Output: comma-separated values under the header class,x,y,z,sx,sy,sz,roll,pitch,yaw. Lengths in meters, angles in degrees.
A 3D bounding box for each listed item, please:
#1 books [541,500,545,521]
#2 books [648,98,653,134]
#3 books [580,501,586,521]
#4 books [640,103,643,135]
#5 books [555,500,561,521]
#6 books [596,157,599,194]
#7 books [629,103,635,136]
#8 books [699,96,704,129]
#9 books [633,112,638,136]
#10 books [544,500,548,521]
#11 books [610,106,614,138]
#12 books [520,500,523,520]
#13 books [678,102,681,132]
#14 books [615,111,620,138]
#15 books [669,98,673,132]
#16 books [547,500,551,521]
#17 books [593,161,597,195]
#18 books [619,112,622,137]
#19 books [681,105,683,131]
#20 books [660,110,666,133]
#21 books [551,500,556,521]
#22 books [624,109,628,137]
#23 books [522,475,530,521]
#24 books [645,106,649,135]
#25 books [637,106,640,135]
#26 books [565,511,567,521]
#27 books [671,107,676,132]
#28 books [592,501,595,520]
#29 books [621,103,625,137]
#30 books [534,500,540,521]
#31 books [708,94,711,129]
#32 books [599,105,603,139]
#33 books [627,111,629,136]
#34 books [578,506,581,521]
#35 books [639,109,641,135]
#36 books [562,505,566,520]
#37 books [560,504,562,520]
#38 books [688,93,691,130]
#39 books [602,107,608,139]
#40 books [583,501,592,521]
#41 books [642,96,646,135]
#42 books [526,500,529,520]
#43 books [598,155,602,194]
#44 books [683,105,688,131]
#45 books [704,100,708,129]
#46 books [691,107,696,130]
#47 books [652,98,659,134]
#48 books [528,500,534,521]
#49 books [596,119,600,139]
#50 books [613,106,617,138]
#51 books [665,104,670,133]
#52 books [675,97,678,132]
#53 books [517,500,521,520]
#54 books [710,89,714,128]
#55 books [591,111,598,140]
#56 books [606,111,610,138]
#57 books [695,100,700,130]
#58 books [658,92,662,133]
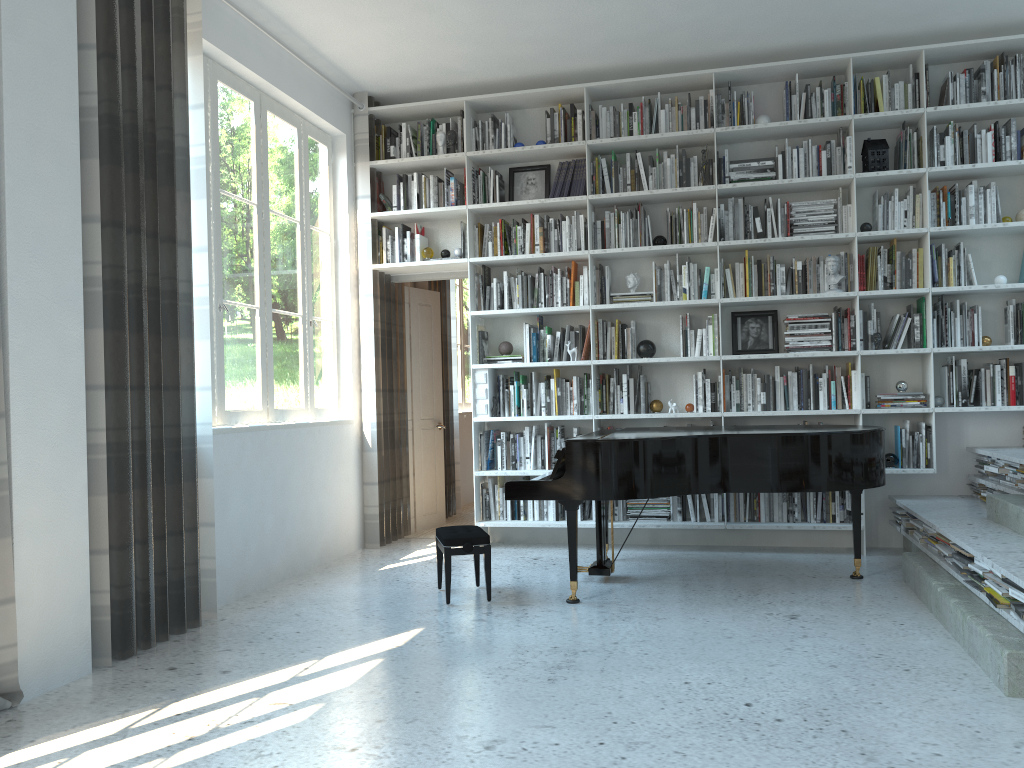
class,x,y,z,sx,sy,sz,roll,pitch,yaw
books,0.230,0.812,6.198,0.025,0.266,0.159,-2,-1,14
books,0.943,-1.775,6.022,0.013,0.276,0.164,-2,-1,14
books,0.491,0.785,6.130,0.012,0.303,0.165,-2,0,14
books,0.893,-1.761,6.035,0.013,0.251,0.183,-2,-1,14
books,0.331,0.820,6.165,0.023,0.244,0.188,-2,-1,14
books,0.598,-1.401,6.114,0.013,0.283,0.158,-2,-1,14
books,0.824,-1.767,6.072,0.028,0.268,0.151,-2,-1,14
books,1.277,-1.777,5.955,0.029,0.261,0.151,-2,-1,14
books,0.851,-1.735,6.056,0.030,0.201,0.152,-2,-1,14
books,0.253,0.835,6.192,0.021,0.218,0.190,-2,-1,14
books,0.696,-1.755,6.088,0.023,0.251,0.170,-2,-1,14
books,0.088,0.821,6.248,0.027,0.256,0.160,-2,-1,14
books,1.135,-1.757,5.975,0.021,0.228,0.161,-2,-1,14
books,0.730,-1.734,6.063,0.029,0.208,0.178,-2,-1,14
books,1.078,-1.775,6.001,0.014,0.269,0.156,-2,-1,14
books,0.277,0.840,6.185,0.028,0.206,0.171,-2,-1,14
books,0.577,-1.387,6.104,0.023,0.256,0.174,-2,-1,14
books,0.754,-1.735,6.070,0.015,0.207,0.166,-2,-1,14
books,1.148,-1.747,5.959,0.013,0.207,0.178,-2,-1,14
books,1.029,-1.734,6.004,0.031,0.190,0.181,-2,-1,14
books,0.305,0.848,6.171,0.031,0.188,0.190,-2,-1,14
books,0.789,-1.749,6.090,0.025,0.235,0.129,-2,0,14
books,0.104,0.798,6.229,0.013,0.300,0.183,-2,-1,14
books,0.927,-1.754,6.041,0.029,0.235,0.130,-2,0,14
books,0.871,-1.752,6.048,0.013,0.234,0.154,-2,-1,14
books,0.393,0.828,6.167,0.022,0.224,0.141,-2,-1,14
books,1.101,-1.748,6.004,0.029,0.213,0.141,-2,-1,14
books,0.579,0.796,6.134,0.027,0.276,0.143,-2,0,14
books,0.766,-1.764,6.070,0.010,0.264,0.160,-2,-1,14
books,0.190,0.813,6.207,0.031,0.266,0.186,-2,-1,14
books,1.321,-1.782,5.931,0.014,0.267,0.171,-2,-1,14
books,0.626,-1.766,6.127,0.021,0.279,0.140,-2,0,14
books,0.805,-1.740,6.078,0.012,0.216,0.150,-2,-1,14
books,0.475,0.789,6.137,0.021,0.295,0.188,-2,-1,14
books,0.881,-1.743,6.037,0.011,0.216,0.160,-2,-1,14
books,0.373,0.834,6.184,0.024,0.214,0.137,-2,-1,14
books,0.354,0.786,6.190,0.013,0.310,0.130,-2,0,14
books,1.199,-1.787,5.962,0.013,0.285,0.159,-2,-1,14
books,0.647,-1.755,6.102,0.031,0.254,0.145,-2,-1,14
books,0.534,0.808,6.143,0.065,0.256,0.155,-2,-1,14
books,0.904,-1.785,6.035,0.010,0.299,0.151,-2,0,14
books,0.127,0.825,6.244,0.022,0.246,0.135,-2,0,14
books,0.615,-1.413,6.131,0.014,0.309,0.130,-2,0,14
books,1.167,-1.744,5.951,0.026,0.200,0.187,-2,-1,14
books,1.300,-1.761,5.928,0.026,0.225,0.172,-2,-1,14
books,1.220,-1.738,5.951,0.031,0.185,0.176,-2,-1,14
books,0.973,-1.774,6.012,0.052,0.273,0.172,-2,-1,14
books,0.147,0.846,6.214,0.030,0.201,0.168,-2,-1,14
books,0.603,-1.718,6.122,0.024,0.183,0.133,-2,-1,14
books,0.712,-1.755,6.080,0.012,0.250,0.174,-2,-1,14
books,1.058,-1.758,6.005,0.026,0.236,0.134,-2,-1,14
books,1.115,-1.775,5.973,0.014,0.266,0.192,-2,-1,14
books,0.064,0.839,6.248,0.022,0.221,0.163,-2,-1,14
books,1.338,-1.793,5.922,0.026,0.288,0.176,-2,-1,14
books,0.573,-1.744,6.114,0.029,0.237,0.156,-2,-1,14
books,0.673,-1.739,6.091,0.023,0.220,0.181,-2,-1,14
books,1.249,-1.765,5.954,0.026,0.237,0.149,-2,-1,14
books,1.008,-1.796,6.017,0.014,0.315,0.166,-2,0,14
